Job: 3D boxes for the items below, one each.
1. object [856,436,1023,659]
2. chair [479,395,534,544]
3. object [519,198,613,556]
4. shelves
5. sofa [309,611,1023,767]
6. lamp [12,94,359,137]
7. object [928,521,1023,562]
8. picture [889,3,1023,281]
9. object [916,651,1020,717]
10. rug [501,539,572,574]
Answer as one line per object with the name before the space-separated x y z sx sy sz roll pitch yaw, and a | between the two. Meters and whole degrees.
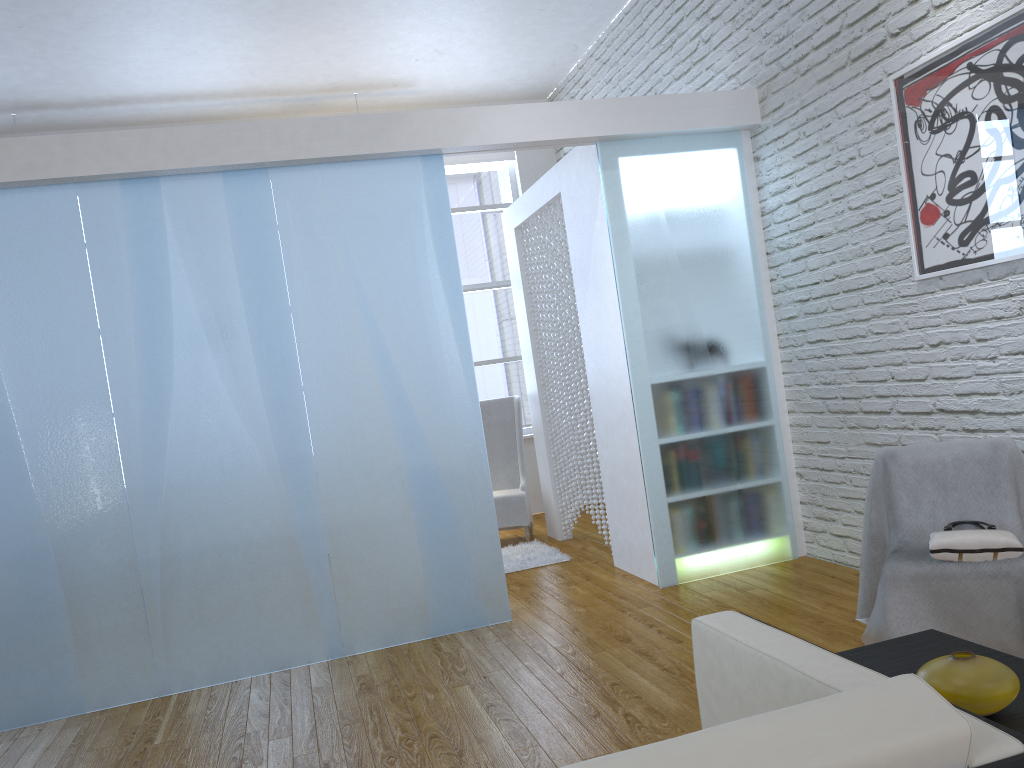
object | 1.322 0.528 2.610 0.646 0.688 0.633 -8 1 24
chair | -0.123 0.587 5.935 0.472 0.962 0.377 -8 2 10
object | 0.322 -0.019 5.216 0.051 2.018 0.923 -9 2 -15
shelves | 0.803 0.728 1.395 0.349 0.451 0.730 -9 1 -15
sofa | -0.627 0.834 1.742 5.330 0.679 9.728 -8 0 -15
lamp | -2.156 -1.644 6.002 3.114 0.487 0.197 -8 2 -16
object | 1.307 0.444 2.523 0.233 0.085 0.223 -8 1 21
picture | 1.590 -0.786 2.899 0.010 0.770 0.921 -9 1 -15
object | 0.712 0.468 1.389 0.147 0.090 0.146 -8 1 27
rug | -0.248 1.070 5.276 1.094 0.047 0.756 -8 0 -15
